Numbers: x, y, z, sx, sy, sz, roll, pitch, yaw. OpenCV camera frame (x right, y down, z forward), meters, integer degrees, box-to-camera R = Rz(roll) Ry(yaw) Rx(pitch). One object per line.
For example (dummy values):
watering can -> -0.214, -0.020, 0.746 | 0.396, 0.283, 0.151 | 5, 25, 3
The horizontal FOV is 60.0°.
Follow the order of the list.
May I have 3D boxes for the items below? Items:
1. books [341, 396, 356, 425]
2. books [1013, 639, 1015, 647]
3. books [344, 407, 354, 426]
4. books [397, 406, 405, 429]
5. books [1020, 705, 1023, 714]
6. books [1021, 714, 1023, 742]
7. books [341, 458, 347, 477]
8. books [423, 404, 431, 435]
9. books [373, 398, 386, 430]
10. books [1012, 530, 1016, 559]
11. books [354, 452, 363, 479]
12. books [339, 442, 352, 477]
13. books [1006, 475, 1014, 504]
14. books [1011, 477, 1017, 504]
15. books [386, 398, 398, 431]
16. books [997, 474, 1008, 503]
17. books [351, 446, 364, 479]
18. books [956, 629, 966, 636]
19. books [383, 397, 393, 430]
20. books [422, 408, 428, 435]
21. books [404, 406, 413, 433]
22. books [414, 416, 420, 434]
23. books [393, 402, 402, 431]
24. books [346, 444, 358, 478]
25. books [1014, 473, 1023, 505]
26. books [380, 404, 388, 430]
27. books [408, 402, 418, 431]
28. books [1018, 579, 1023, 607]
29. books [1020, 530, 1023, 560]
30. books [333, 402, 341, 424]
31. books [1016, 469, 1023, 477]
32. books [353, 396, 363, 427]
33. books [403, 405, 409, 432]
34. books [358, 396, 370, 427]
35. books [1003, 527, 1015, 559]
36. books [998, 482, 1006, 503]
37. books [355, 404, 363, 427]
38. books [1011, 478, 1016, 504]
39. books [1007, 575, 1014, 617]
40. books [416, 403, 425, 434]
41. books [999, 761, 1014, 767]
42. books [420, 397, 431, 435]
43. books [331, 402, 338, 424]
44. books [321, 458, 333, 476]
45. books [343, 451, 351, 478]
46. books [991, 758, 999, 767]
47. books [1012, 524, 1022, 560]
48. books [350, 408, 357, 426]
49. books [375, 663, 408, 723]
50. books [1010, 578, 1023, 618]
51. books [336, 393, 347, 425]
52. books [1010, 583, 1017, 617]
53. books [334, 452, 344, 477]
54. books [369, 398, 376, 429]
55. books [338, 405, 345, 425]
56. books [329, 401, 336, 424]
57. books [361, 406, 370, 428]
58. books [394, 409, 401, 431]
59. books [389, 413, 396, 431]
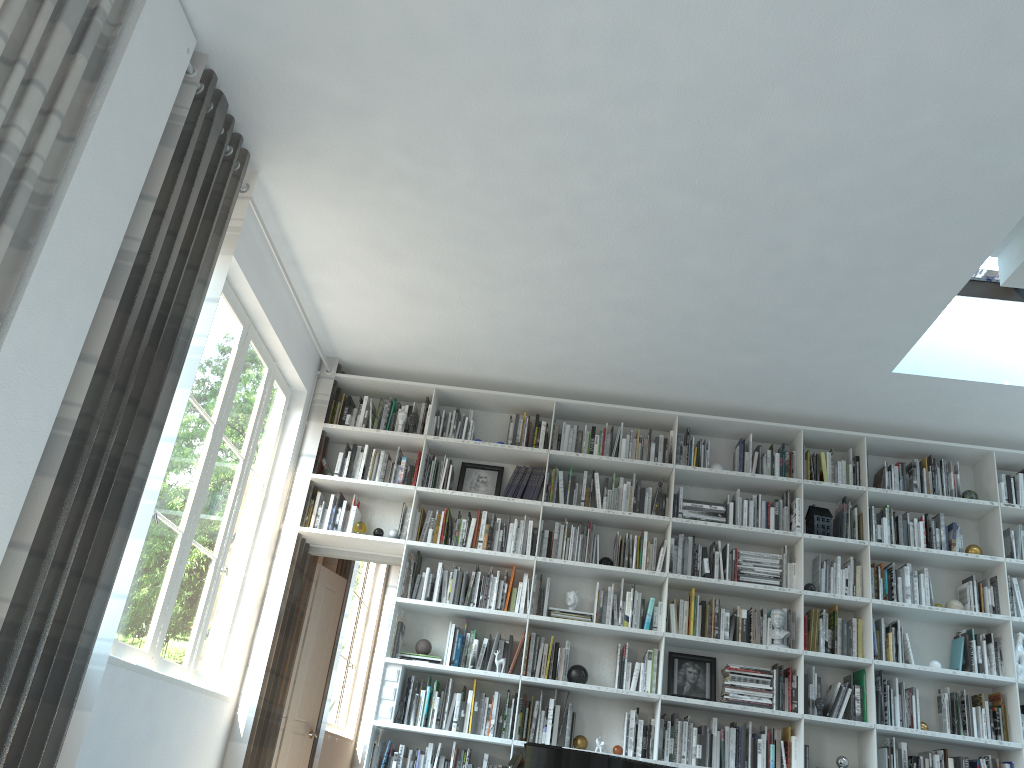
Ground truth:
books -> -1.164, 0.241, 6.287 | 0.025, 0.268, 0.178 | 6, -25, 4
books -> 3.103, 1.738, 5.541 | 0.028, 0.266, 0.138 | 6, -25, 4
books -> -1.143, 0.282, 6.269 | 0.028, 0.185, 0.182 | 6, -25, 4
books -> -0.776, 0.299, 6.259 | 0.025, 0.242, 0.168 | 6, -25, 4
books -> 3.102, 2.076, 5.365 | 0.047, 0.243, 0.178 | 6, -25, 4
books -> 3.050, 2.098, 5.361 | 0.023, 0.185, 0.160 | 6, -25, 4
books -> -1.150, 0.626, 6.144 | 0.024, 0.191, 0.138 | 6, -25, 4
books -> -0.579, 0.306, 6.223 | 0.024, 0.251, 0.236 | 6, -25, 4
books -> -0.935, 0.264, 6.281 | 0.039, 0.281, 0.182 | 6, -25, 4
books -> 3.263, 1.095, 5.822 | 0.013, 0.235, 0.142 | 6, -25, 4
books -> -1.051, 0.612, 6.139 | 0.024, 0.238, 0.156 | 6, -25, 4
books -> -1.161, 0.572, 6.156 | 0.011, 0.295, 0.163 | 6, -25, 4
books -> 3.305, 0.757, 5.962 | 0.026, 0.240, 0.185 | 6, -25, 4
books -> 3.357, 0.770, 5.984 | 0.027, 0.248, 0.140 | 6, -25, 4
books -> -0.855, 0.265, 6.296 | 0.029, 0.313, 0.129 | 6, -24, 4
books -> 3.280, 0.752, 5.971 | 0.025, 0.249, 0.179 | 6, -25, 4
books -> -1.073, 0.588, 6.151 | 0.028, 0.287, 0.133 | 6, -25, 4
books -> 2.835, 1.699, 5.569 | 0.016, 0.289, 0.136 | 6, -25, 4
books -> -0.877, 0.263, 6.285 | 0.014, 0.303, 0.146 | 6, -25, 4
books -> -0.603, 0.316, 6.260 | 0.025, 0.258, 0.139 | 6, -25, 4
books -> -0.728, 0.300, 6.264 | 0.027, 0.258, 0.147 | 6, -25, 4
books -> -0.670, 0.342, 6.249 | 0.028, 0.184, 0.168 | 6, -25, 4
books -> -0.813, 0.286, 6.281 | 0.013, 0.274, 0.159 | 6, -25, 4
books -> -1.099, 0.578, 6.131 | 0.023, 0.281, 0.187 | 6, -25, 4
books -> 3.396, 0.754, 5.971 | 0.048, 0.277, 0.150 | 6, -25, 4
books -> -0.902, 0.287, 6.290 | 0.030, 0.256, 0.130 | 6, -25, 4
books -> -0.706, 0.293, 6.281 | 0.013, 0.290, 0.155 | 6, -25, 4
books -> 3.260, 1.411, 5.687 | 0.012, 0.283, 0.160 | 6, -25, 4
books -> 3.334, 1.100, 5.828 | 0.026, 0.249, 0.131 | 6, -25, 4
books -> -1.229, 0.260, 6.293 | 0.023, 0.222, 0.151 | 6, -25, 4
books -> 3.460, 0.733, 5.970 | 0.014, 0.330, 0.181 | 6, -25, 4
books -> -1.087, 0.249, 6.293 | 0.010, 0.280, 0.161 | 6, -25, 4
books -> -0.752, 0.301, 6.268 | 0.021, 0.252, 0.180 | 6, -25, 4
books -> -1.045, 0.252, 6.289 | 0.028, 0.282, 0.190 | 6, -25, 4
books -> 3.251, 1.087, 5.828 | 0.012, 0.253, 0.161 | 6, -25, 4
books -> 3.252, 0.775, 5.948 | 0.022, 0.181, 0.190 | 6, -25, 4
books -> -1.074, 0.278, 6.288 | 0.024, 0.226, 0.158 | 6, -25, 4
books -> 3.330, 0.768, 5.966 | 0.024, 0.230, 0.169 | 6, -25, 4
books -> 3.169, 1.393, 5.694 | 0.015, 0.299, 0.141 | 6, -25, 4
books -> -0.638, 0.299, 6.267 | 0.022, 0.285, 0.176 | 6, -25, 4
books -> 2.926, 2.377, 5.231 | 0.025, 0.271, 0.172 | 6, -25, 4
books -> -0.617, 0.276, 6.272 | 0.014, 0.336, 0.168 | 6, -25, 4
books -> -1.252, 0.260, 6.305 | 0.024, 0.227, 0.130 | 6, -25, 4
books -> -1.269, 0.618, 6.146 | 0.121, 0.175, 0.130 | 6, -25, 4
books -> -1.125, 0.601, 6.126 | 0.022, 0.227, 0.172 | 6, -25, 4
books -> 2.858, 2.375, 5.260 | 0.012, 0.281, 0.144 | 6, -25, 4
books -> 3.297, 1.078, 5.829 | 0.051, 0.281, 0.167 | 6, -25, 4
books -> -1.113, 0.292, 6.292 | 0.031, 0.195, 0.146 | 6, -25, 4
books -> -0.741, 1.921, 5.478 | 0.106, 0.338, 0.308 | 6, -25, 4
books -> 3.219, 1.402, 5.685 | 0.065, 0.287, 0.146 | 6, -25, 4
books -> -1.206, 0.230, 6.296 | 0.014, 0.284, 0.176 | 6, -25, 4
books -> 3.178, 1.414, 5.674 | 0.011, 0.246, 0.156 | 6, -25, 4
books -> -1.189, 0.604, 6.139 | 0.034, 0.217, 0.167 | 6, -25, 4
books -> -0.984, 0.261, 6.266 | 0.057, 0.261, 0.191 | 6, -25, 4
books -> -1.193, 0.274, 6.279 | 0.024, 0.194, 0.168 | 6, -25, 4
books -> -1.271, 0.252, 6.284 | 0.014, 0.218, 0.189 | 6, -25, 4
books -> -1.022, 0.285, 6.263 | 0.030, 0.205, 0.176 | 6, -25, 4
books -> -0.800, 0.309, 6.269 | 0.021, 0.225, 0.157 | 6, -25, 4
books -> -0.838, 0.321, 6.258 | 0.024, 0.186, 0.160 | 6, -25, 4
